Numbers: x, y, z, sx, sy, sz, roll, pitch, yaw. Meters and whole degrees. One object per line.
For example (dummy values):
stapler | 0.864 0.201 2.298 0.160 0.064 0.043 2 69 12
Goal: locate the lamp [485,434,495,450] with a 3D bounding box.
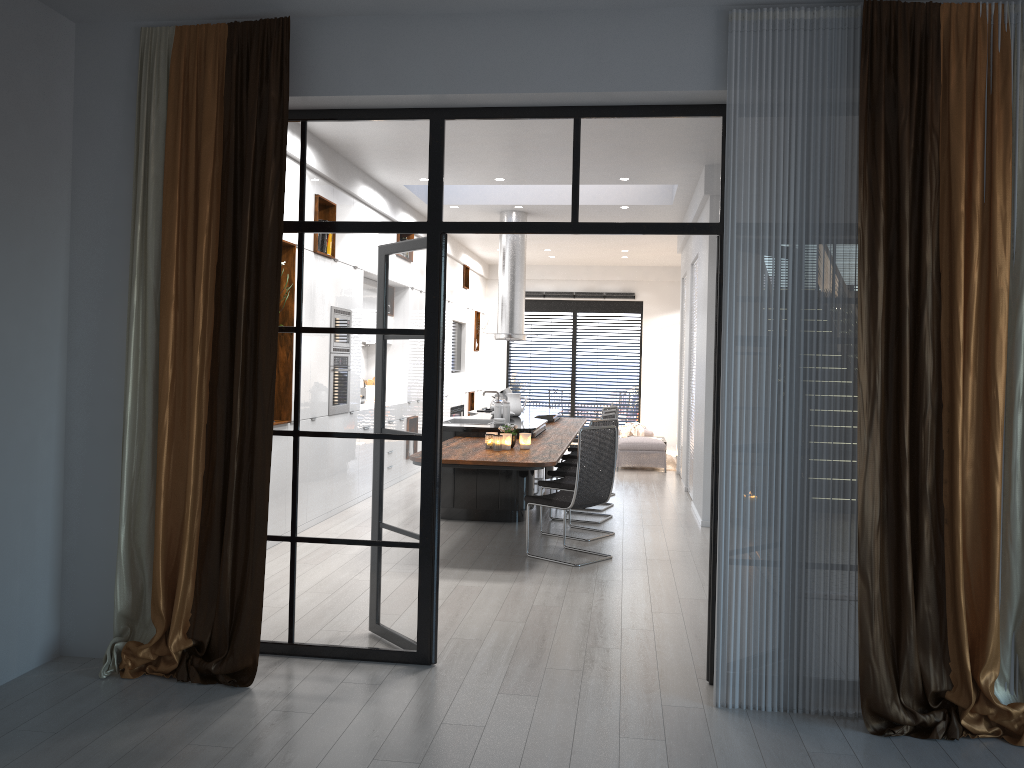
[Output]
lamp | -0.174 0.455 6.961 0.078 0.120 0.078 1 0 -10

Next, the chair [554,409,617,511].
chair | 0.761 0.768 9.253 0.537 1.018 0.471 1 0 22

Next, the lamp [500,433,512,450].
lamp | -0.049 0.455 6.980 0.095 0.124 0.095 1 0 0

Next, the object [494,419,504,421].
object | -0.118 0.346 8.354 0.111 0.023 0.111 2 1 20

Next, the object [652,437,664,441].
object | 2.218 0.842 13.661 0.281 0.032 0.533 2 1 20

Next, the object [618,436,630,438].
object | 1.793 0.828 13.900 0.333 0.030 0.583 1 2 -29

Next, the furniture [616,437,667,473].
furniture | 1.826 0.991 12.716 0.699 0.460 0.699 1 1 2

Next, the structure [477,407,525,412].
structure | -0.126 0.314 11.071 0.502 0.026 0.812 2 1 7

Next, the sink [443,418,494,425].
sink | -0.419 0.444 8.793 0.485 0.152 0.738 2 1 7

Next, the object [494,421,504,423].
object | -0.119 0.365 8.354 0.111 0.023 0.111 2 1 20

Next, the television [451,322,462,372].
television | -0.957 -0.598 14.408 0.050 0.805 1.187 1 1 7

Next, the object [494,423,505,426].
object | -0.119 0.378 8.354 0.111 0.023 0.111 2 1 20

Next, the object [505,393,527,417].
object | 0.031 0.232 9.834 0.211 0.254 0.183 2 1 42

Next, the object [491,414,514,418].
object | -0.099 0.346 9.568 0.264 0.033 0.264 3 2 44

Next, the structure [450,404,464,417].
structure | -0.995 0.613 14.407 0.221 0.516 1.204 1 1 7

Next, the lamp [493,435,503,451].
lamp | -0.110 0.458 6.887 0.078 0.120 0.078 1 0 -10

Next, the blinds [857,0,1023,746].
blinds | 1.828 -0.091 3.651 0.811 3.045 0.255 1 0 8

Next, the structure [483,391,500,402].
structure | -0.209 0.223 8.741 0.177 0.310 0.089 1 0 7

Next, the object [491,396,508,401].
object | -0.098 0.229 11.068 0.253 0.147 0.266 1 1 -40

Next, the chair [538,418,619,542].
chair | 0.572 0.799 7.728 0.537 1.018 0.470 2 0 37

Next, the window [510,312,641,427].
window | 4.263 -1.449 17.025 8.566 5.061 0.462 1 0 6

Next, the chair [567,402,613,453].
chair | 0.973 0.731 11.018 0.537 1.018 0.471 1 0 7

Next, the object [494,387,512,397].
object | -0.104 0.143 11.067 0.249 0.212 0.256 2 1 43

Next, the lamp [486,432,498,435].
lamp | -0.161 0.450 7.066 0.095 0.124 0.095 2 0 24

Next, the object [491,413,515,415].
object | -0.099 0.333 9.568 0.264 0.033 0.264 3 2 44

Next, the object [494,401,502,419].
object | -0.136 0.276 8.502 0.071 0.219 0.071 1 0 -29

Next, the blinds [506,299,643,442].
blinds | 1.191 -0.255 17.067 2.585 2.720 0.358 1 0 7

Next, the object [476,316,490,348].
object | -0.643 -0.922 15.979 0.480 0.626 0.315 1 0 -2

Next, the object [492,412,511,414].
object | -0.099 0.318 9.568 0.229 0.016 0.229 1 1 4

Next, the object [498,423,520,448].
object | -0.023 0.411 7.115 0.151 0.206 0.157 2 0 24

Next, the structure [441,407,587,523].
structure | -0.041 0.821 8.962 1.377 0.887 5.641 2 1 7

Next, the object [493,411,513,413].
object | -0.098 0.308 9.568 0.229 0.016 0.229 1 1 4

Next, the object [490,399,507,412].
object | -0.149 0.259 10.200 0.211 0.174 0.211 2 1 14

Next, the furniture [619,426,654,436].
furniture | 2.049 0.942 15.019 0.699 0.460 0.699 2 1 7

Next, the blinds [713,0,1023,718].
blinds | 1.557 -0.094 3.789 1.301 3.068 0.052 1 0 8

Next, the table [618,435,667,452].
table | 1.880 1.021 13.829 1.000 0.350 1.000 2 1 7

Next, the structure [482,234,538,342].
structure | 0.000 -1.335 11.082 0.695 1.608 1.043 1 0 6

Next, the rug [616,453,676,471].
rug | 1.743 1.180 13.902 1.623 0.020 2.520 2 1 7

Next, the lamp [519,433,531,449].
lamp | 0.105 0.456 7.076 0.095 0.124 0.095 2 1 40

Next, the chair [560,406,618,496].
chair | 0.861 0.751 10.061 0.537 1.018 0.471 1 0 27

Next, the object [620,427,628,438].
object | 1.736 0.753 13.718 0.110 0.183 0.119 1 0 13

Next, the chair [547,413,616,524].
chair | 0.668 0.782 8.541 0.537 1.018 0.471 1 0 22

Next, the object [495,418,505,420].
object | -0.118 0.339 8.354 0.111 0.023 0.111 2 1 20

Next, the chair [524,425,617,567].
chair | 0.442 0.817 6.799 0.537 1.018 0.470 2 0 42

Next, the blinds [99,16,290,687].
blinds | -1.445 -0.181 4.085 0.811 3.045 0.255 1 0 7

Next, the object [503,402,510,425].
object | -0.053 0.279 8.501 0.071 0.219 0.071 1 0 33

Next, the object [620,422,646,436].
object | 2.063 0.817 14.966 0.418 0.355 0.761 2 1 15
